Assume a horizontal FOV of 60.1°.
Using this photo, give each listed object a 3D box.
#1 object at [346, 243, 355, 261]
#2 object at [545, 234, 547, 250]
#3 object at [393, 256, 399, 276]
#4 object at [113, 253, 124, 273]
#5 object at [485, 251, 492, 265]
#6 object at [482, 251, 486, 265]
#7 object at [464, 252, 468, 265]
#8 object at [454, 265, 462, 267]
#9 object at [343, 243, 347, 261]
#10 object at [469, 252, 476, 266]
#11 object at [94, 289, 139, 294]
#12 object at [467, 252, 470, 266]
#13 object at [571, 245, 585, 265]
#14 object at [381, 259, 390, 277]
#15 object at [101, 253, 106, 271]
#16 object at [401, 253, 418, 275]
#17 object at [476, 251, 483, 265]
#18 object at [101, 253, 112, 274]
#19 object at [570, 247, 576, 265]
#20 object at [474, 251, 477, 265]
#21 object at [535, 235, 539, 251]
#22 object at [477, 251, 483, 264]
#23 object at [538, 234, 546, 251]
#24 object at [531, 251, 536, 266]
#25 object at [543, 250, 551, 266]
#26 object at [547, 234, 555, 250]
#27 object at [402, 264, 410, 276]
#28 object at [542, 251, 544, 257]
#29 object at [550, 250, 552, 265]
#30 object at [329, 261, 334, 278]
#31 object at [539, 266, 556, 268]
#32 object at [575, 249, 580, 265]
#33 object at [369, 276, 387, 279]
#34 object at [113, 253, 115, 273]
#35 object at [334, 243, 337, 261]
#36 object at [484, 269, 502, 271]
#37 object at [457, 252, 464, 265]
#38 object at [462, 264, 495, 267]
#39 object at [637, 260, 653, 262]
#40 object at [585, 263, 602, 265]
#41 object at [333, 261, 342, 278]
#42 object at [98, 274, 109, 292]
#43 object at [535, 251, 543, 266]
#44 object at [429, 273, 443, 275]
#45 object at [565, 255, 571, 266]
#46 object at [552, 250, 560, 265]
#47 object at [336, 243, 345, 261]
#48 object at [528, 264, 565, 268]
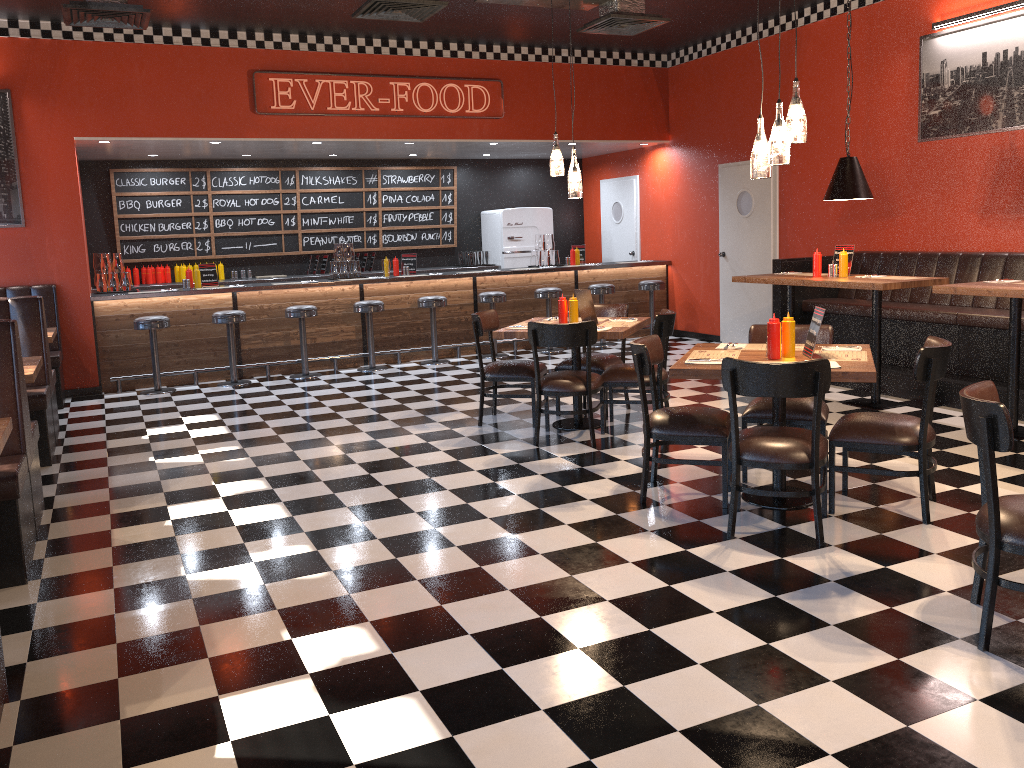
[{"bbox_3d":[-1.907,-1.558,10.443,0.105,0.208,0.106,1,8,20],"label":"object"},{"bbox_3d":[0.450,-1.863,11.645,0.105,0.208,0.106,1,8,20],"label":"object"},{"bbox_3d":[-1.401,-1.423,10.685,0.068,0.236,0.068,-4,8,-12],"label":"object"},{"bbox_3d":[-4.177,-1.286,9.405,0.106,0.208,0.105,-9,10,-39],"label":"object"},{"bbox_3d":[-0.331,-1.786,12.608,0.105,0.208,0.106,1,8,20],"label":"object"},{"bbox_3d":[-0.386,-1.801,12.709,0.105,0.208,0.106,1,8,20],"label":"object"},{"bbox_3d":[-0.642,-1.809,12.814,0.105,0.208,0.106,1,8,20],"label":"object"},{"bbox_3d":[-0.608,-1.732,12.911,0.437,0.018,0.274,-7,11,-24],"label":"object"},{"bbox_3d":[-1.960,-1.573,10.542,0.105,0.208,0.106,1,8,20],"label":"object"},{"bbox_3d":[-0.557,-1.760,12.509,0.105,0.208,0.106,1,8,20],"label":"object"},{"bbox_3d":[-4.230,-0.988,9.481,0.437,0.018,0.274,-7,11,-24],"label":"object"},{"bbox_3d":[-0.592,-1.776,12.611,0.105,0.208,0.106,1,8,20],"label":"object"},{"bbox_3d":[0.883,-1.724,11.824,0.188,0.255,0.073,-1,8,10],"label":"object"},{"bbox_3d":[-1.493,-1.375,10.512,0.105,0.208,0.106,1,8,20],"label":"object"},{"bbox_3d":[-4.331,-1.287,9.447,0.106,0.208,0.105,-9,10,-39],"label":"object"},{"bbox_3d":[-1.252,-1.453,10.766,0.188,0.255,0.073,-1,8,10],"label":"object"},{"bbox_3d":[-0.469,-1.780,12.602,0.105,0.208,0.106,1,8,20],"label":"object"},{"bbox_3d":[-4.288,-1.274,9.367,0.106,0.208,0.105,-9,10,-39],"label":"object"},{"bbox_3d":[0.798,-1.674,11.617,0.068,0.236,0.068,-2,8,6],"label":"object"},{"bbox_3d":[-0.509,-1.852,13.028,0.105,0.208,0.106,1,8,20],"label":"object"},{"bbox_3d":[0.348,-1.849,11.588,0.105,0.208,0.106,1,8,20],"label":"object"},{"bbox_3d":[-0.461,-1.834,12.911,0.105,0.208,0.106,1,8,20],"label":"object"},{"bbox_3d":[0.391,-1.836,11.508,0.105,0.208,0.106,1,8,20],"label":"object"},{"bbox_3d":[0.294,-1.639,11.608,0.105,0.208,0.106,1,8,20],"label":"object"},{"bbox_3d":[0.456,-1.636,11.549,0.105,0.208,0.106,1,8,20],"label":"object"},{"bbox_3d":[0.502,-1.848,11.546,0.105,0.208,0.106,1,8,20],"label":"object"},{"bbox_3d":[-1.276,-1.373,10.671,0.094,0.135,0.047,2,9,25],"label":"object"},{"bbox_3d":[0.403,-1.650,11.644,0.105,0.208,0.106,1,8,20],"label":"object"},{"bbox_3d":[0.510,-1.663,11.694,0.105,0.208,0.106,1,8,20],"label":"object"},{"bbox_3d":[-2.116,-1.350,10.505,0.105,0.208,0.106,1,8,20],"label":"object"},{"bbox_3d":[0.449,-1.494,11.296,0.158,0.019,0.256,-8,11,-28],"label":"object"},{"bbox_3d":[0.859,-1.689,11.686,0.068,0.236,0.068,3,9,34],"label":"object"},{"bbox_3d":[-1.578,-1.247,10.351,0.158,0.019,0.256,-8,11,-28],"label":"object"},{"bbox_3d":[-4.229,-1.301,9.504,0.106,0.208,0.105,-9,10,-39],"label":"object"},{"bbox_3d":[-2.061,-1.559,10.485,0.105,0.208,0.106,1,8,20],"label":"object"},{"bbox_3d":[-0.246,-1.409,10.973,0.158,0.019,0.256,-7,11,-24],"label":"object"},{"bbox_3d":[-0.744,-1.817,12.883,0.105,0.208,0.106,1,8,20],"label":"object"},{"bbox_3d":[-0.473,-1.690,12.641,0.437,0.018,0.274,-7,11,-24],"label":"object"},{"bbox_3d":[1.791,-1.660,11.940,0.157,0.019,0.256,-5,10,-14],"label":"object"},{"bbox_3d":[1.056,-1.572,11.604,0.158,0.019,0.256,-8,11,-29],"label":"object"},{"bbox_3d":[-2.057,-1.336,10.411,0.105,0.208,0.106,1,8,20],"label":"object"},{"bbox_3d":[-4.326,-1.063,9.372,0.106,0.208,0.105,-9,10,-39],"label":"object"},{"bbox_3d":[0.352,-1.625,11.513,0.105,0.208,0.106,1,8,20],"label":"object"},{"bbox_3d":[-0.911,-1.322,10.628,0.157,0.019,0.256,-4,10,-9],"label":"object"},{"bbox_3d":[0.745,-1.635,11.703,0.094,0.135,0.047,-7,9,-29],"label":"object"},{"bbox_3d":[0.570,-1.648,11.593,0.105,0.208,0.106,1,8,20],"label":"object"},{"bbox_3d":[-2.019,-1.547,10.405,0.105,0.208,0.106,1,8,20],"label":"object"},{"bbox_3d":[0.449,-1.550,11.622,0.437,0.018,0.274,-7,11,-24],"label":"object"}]
